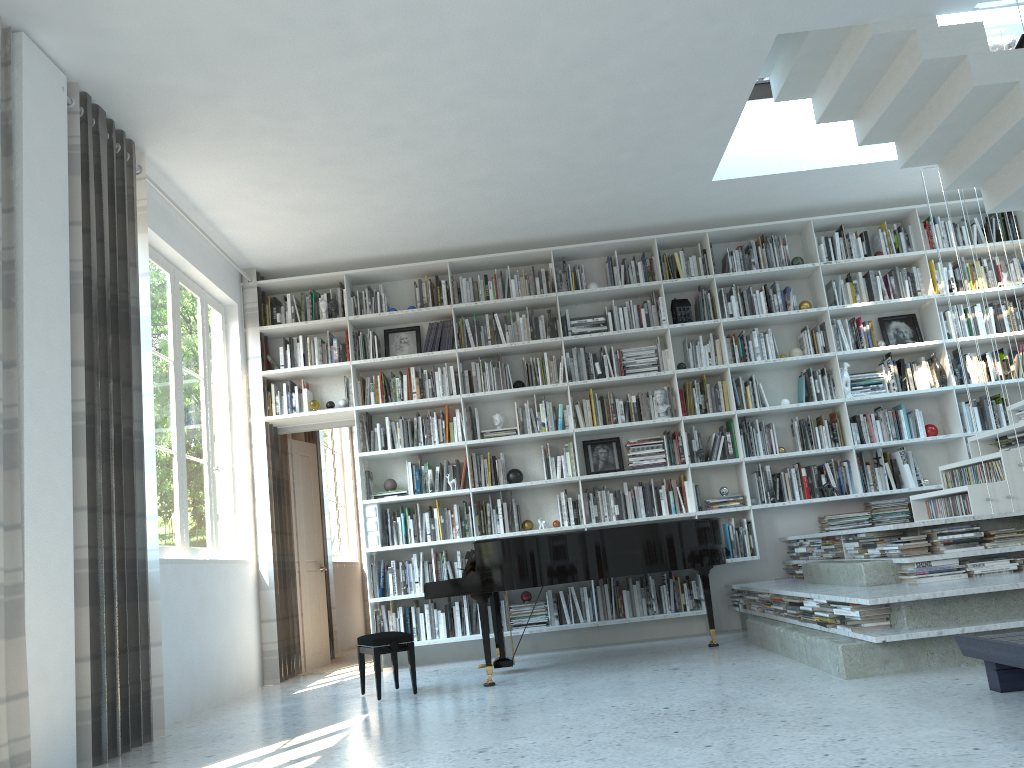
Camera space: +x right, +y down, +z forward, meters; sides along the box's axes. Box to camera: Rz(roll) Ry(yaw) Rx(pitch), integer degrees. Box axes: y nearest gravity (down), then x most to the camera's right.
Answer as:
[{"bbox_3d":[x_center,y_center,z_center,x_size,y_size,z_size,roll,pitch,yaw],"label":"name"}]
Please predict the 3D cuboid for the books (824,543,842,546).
[{"bbox_3d":[2.189,1.061,5.901,0.161,0.012,0.254,-7,-12,4],"label":"books"}]

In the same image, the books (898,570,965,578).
[{"bbox_3d":[2.197,0.996,4.650,0.285,0.008,0.160,-6,-12,-1],"label":"books"}]

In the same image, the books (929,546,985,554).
[{"bbox_3d":[2.392,0.894,4.777,0.216,0.015,0.178,-6,-12,-1],"label":"books"}]

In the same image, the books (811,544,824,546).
[{"bbox_3d":[2.202,1.116,6.184,0.167,0.008,0.235,-6,-12,0],"label":"books"}]

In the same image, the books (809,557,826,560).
[{"bbox_3d":[2.203,1.204,6.167,0.183,0.012,0.297,-6,-12,0],"label":"books"}]

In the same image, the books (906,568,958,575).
[{"bbox_3d":[2.195,0.981,4.646,0.210,0.012,0.168,-7,-12,4],"label":"books"}]

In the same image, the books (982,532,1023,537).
[{"bbox_3d":[2.665,0.812,4.793,0.179,0.010,0.160,-7,-12,3],"label":"books"}]

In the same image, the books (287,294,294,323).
[{"bbox_3d":[-1.806,-0.579,7.298,0.028,0.283,0.189,-6,-11,1],"label":"books"}]

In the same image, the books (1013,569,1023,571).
[{"bbox_3d":[2.765,0.963,4.648,0.249,0.009,0.144,-6,-12,0],"label":"books"}]

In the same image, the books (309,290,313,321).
[{"bbox_3d":[-1.640,-0.607,7.303,0.014,0.303,0.146,-6,-11,1],"label":"books"}]

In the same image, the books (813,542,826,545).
[{"bbox_3d":[2.206,1.106,6.186,0.160,0.010,0.180,-6,-12,1],"label":"books"}]

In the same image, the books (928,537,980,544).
[{"bbox_3d":[2.387,0.846,4.793,0.210,0.012,0.168,-7,-12,2],"label":"books"}]

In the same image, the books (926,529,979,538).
[{"bbox_3d":[2.383,0.809,4.807,0.221,0.018,0.154,-7,-12,2],"label":"books"}]

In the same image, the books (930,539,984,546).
[{"bbox_3d":[2.388,0.856,4.780,0.215,0.013,0.189,-6,-12,0],"label":"books"}]

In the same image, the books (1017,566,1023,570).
[{"bbox_3d":[2.763,0.946,4.630,0.250,0.018,0.178,-7,-12,4],"label":"books"}]

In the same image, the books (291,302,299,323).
[{"bbox_3d":[-1.773,-0.547,7.282,0.030,0.206,0.176,-6,-11,1],"label":"books"}]

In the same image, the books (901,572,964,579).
[{"bbox_3d":[2.197,1.003,4.648,0.264,0.006,0.165,-7,-12,2],"label":"books"}]

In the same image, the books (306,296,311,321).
[{"bbox_3d":[-1.660,-0.579,7.313,0.030,0.257,0.130,-6,-11,1],"label":"books"}]

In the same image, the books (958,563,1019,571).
[{"bbox_3d":[2.478,0.958,4.648,0.272,0.012,0.159,-6,-12,-1],"label":"books"}]

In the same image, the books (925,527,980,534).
[{"bbox_3d":[2.381,0.795,4.802,0.228,0.009,0.159,-6,-12,-3],"label":"books"}]

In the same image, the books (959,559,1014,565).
[{"bbox_3d":[2.475,0.934,4.659,0.242,0.005,0.153,-7,-12,2],"label":"books"}]

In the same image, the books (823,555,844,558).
[{"bbox_3d":[2.187,1.138,5.887,0.182,0.011,0.254,-7,-12,4],"label":"books"}]

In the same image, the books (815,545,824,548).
[{"bbox_3d":[2.210,1.125,6.182,0.144,0.013,0.221,-7,-12,3],"label":"books"}]

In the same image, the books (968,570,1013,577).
[{"bbox_3d":[2.482,0.991,4.646,0.208,0.015,0.153,-6,-12,-1],"label":"books"}]

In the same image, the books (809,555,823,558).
[{"bbox_3d":[2.197,1.192,6.169,0.190,0.012,0.235,-6,-12,-1],"label":"books"}]

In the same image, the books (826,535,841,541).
[{"bbox_3d":[2.193,1.020,5.909,0.139,0.028,0.262,-7,-12,5],"label":"books"}]

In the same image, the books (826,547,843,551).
[{"bbox_3d":[2.199,1.092,5.895,0.159,0.018,0.203,-6,-12,-1],"label":"books"}]

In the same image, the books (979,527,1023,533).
[{"bbox_3d":[2.662,0.787,4.786,0.203,0.011,0.173,-5,-12,-4],"label":"books"}]

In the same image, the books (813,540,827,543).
[{"bbox_3d":[2.205,1.095,6.188,0.149,0.013,0.220,-7,-12,3],"label":"books"}]

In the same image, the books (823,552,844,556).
[{"bbox_3d":[2.192,1.125,5.889,0.178,0.014,0.248,-6,-12,-1],"label":"books"}]

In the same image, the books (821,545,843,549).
[{"bbox_3d":[2.188,1.076,5.898,0.179,0.017,0.293,-7,-12,2],"label":"books"}]

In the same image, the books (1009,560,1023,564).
[{"bbox_3d":[2.759,0.914,4.634,0.287,0.018,0.190,-6,-12,0],"label":"books"}]

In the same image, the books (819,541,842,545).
[{"bbox_3d":[2.182,1.052,5.903,0.187,0.009,0.261,-6,-12,0],"label":"books"}]

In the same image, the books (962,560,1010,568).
[{"bbox_3d":[2.477,0.946,4.662,0.211,0.018,0.134,-7,-12,4],"label":"books"}]

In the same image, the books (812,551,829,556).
[{"bbox_3d":[2.204,1.174,6.173,0.164,0.023,0.242,-7,-12,4],"label":"books"}]

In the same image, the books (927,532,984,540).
[{"bbox_3d":[2.384,0.820,4.779,0.230,0.015,0.190,-7,-12,5],"label":"books"}]

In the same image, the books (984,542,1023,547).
[{"bbox_3d":[2.670,0.860,4.772,0.287,0.005,0.165,-7,-12,5],"label":"books"}]

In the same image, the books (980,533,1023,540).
[{"bbox_3d":[2.665,0.819,4.769,0.273,0.014,0.188,-5,-12,-4],"label":"books"}]

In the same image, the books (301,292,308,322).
[{"bbox_3d":[-1.696,-0.591,7.297,0.039,0.282,0.182,-6,-11,1],"label":"books"}]

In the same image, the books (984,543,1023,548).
[{"bbox_3d":[2.670,0.866,4.771,0.291,0.007,0.174,-7,-12,4],"label":"books"}]

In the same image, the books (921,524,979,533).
[{"bbox_3d":[2.380,0.787,4.824,0.261,0.016,0.129,-6,-12,0],"label":"books"}]

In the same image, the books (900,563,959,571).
[{"bbox_3d":[2.193,0.962,4.666,0.257,0.010,0.132,-7,-12,5],"label":"books"}]

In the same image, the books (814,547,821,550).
[{"bbox_3d":[2.215,1.138,6.179,0.150,0.013,0.215,-6,-12,1],"label":"books"}]

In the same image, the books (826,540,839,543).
[{"bbox_3d":[2.207,1.038,5.905,0.128,0.013,0.296,-6,-12,-1],"label":"books"}]

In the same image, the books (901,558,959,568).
[{"bbox_3d":[2.191,0.942,4.656,0.234,0.025,0.158,-5,-12,-4],"label":"books"}]

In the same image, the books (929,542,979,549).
[{"bbox_3d":[2.390,0.873,4.801,0.207,0.012,0.132,-6,-12,-3],"label":"books"}]

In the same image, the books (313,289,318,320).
[{"bbox_3d":[-1.619,-0.613,7.314,0.029,0.314,0.129,-6,-11,1],"label":"books"}]

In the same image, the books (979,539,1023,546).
[{"bbox_3d":[2.669,0.854,4.794,0.293,0.014,0.134,-6,-12,-2],"label":"books"}]

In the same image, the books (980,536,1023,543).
[{"bbox_3d":[2.667,0.837,4.781,0.214,0.015,0.177,-7,-12,2],"label":"books"}]

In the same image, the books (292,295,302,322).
[{"bbox_3d":[-1.743,-0.579,7.281,0.057,0.262,0.191,-6,-11,1],"label":"books"}]

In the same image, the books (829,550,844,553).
[{"bbox_3d":[2.213,1.107,5.892,0.138,0.017,0.238,-6,-12,0],"label":"books"}]

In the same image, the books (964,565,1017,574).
[{"bbox_3d":[2.480,0.972,4.635,0.232,0.019,0.170,-5,-12,-4],"label":"books"}]

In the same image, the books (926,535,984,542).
[{"bbox_3d":[2.386,0.836,4.798,0.260,0.009,0.153,-7,-12,4],"label":"books"}]

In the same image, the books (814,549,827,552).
[{"bbox_3d":[2.213,1.153,6.176,0.154,0.018,0.221,-6,-12,0],"label":"books"}]

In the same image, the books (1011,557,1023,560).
[{"bbox_3d":[2.751,0.904,4.646,0.275,0.009,0.177,-6,-12,1],"label":"books"}]

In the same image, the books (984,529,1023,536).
[{"bbox_3d":[2.663,0.800,4.790,0.245,0.013,0.173,-6,-12,0],"label":"books"}]

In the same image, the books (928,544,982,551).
[{"bbox_3d":[2.391,0.883,4.793,0.227,0.012,0.148,-6,-12,-1],"label":"books"}]

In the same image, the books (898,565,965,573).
[{"bbox_3d":[2.194,0.970,4.652,0.292,0.012,0.159,-7,-12,4],"label":"books"}]

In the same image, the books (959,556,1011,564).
[{"bbox_3d":[2.475,0.925,4.663,0.220,0.013,0.149,-6,-12,0],"label":"books"}]
